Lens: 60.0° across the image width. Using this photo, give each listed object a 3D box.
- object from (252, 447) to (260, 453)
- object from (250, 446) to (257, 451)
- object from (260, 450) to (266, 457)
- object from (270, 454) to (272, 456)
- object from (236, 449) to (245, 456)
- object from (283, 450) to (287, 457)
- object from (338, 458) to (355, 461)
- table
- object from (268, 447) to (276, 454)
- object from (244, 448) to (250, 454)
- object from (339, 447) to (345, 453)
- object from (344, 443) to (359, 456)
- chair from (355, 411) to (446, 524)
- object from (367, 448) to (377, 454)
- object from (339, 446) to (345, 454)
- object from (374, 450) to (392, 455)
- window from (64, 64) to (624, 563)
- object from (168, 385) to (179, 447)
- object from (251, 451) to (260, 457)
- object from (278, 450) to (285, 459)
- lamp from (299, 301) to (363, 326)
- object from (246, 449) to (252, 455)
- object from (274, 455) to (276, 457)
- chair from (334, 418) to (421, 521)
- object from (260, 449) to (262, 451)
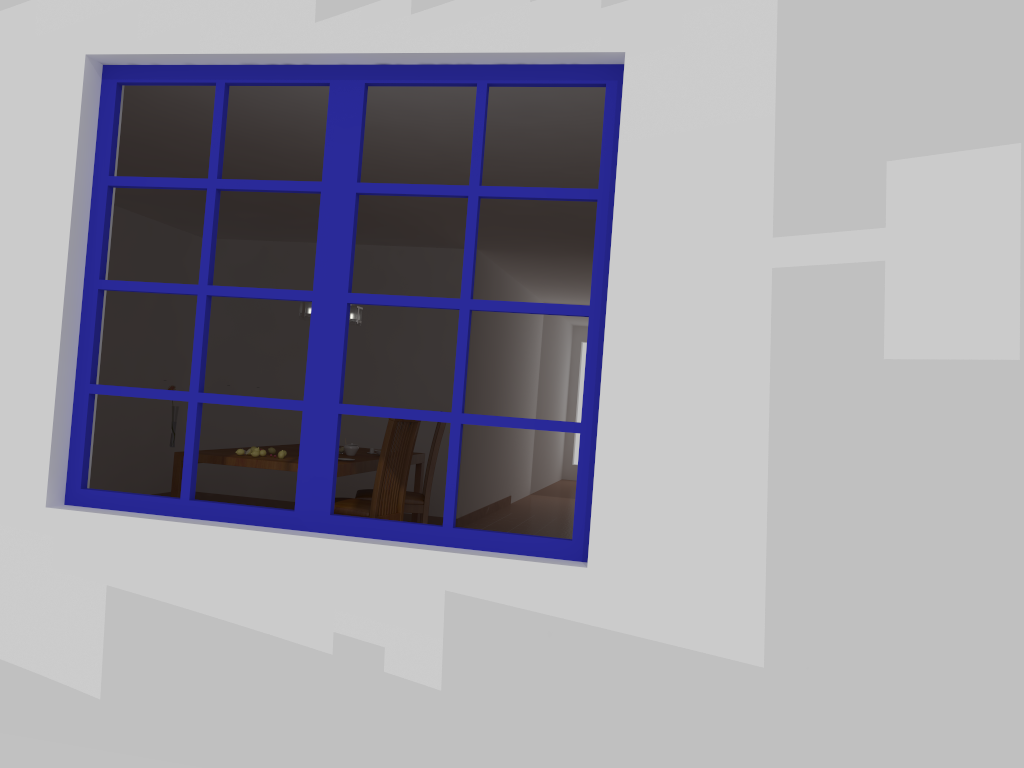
[{"bbox_3d":[-1.451,0.382,5.029,0.039,0.049,0.039,4,-1,19],"label":"object"},{"bbox_3d":[-1.499,0.380,5.147,0.042,0.038,0.043,5,-1,-12],"label":"object"},{"bbox_3d":[-1.419,0.394,5.049,0.041,0.039,0.044,5,-1,-25],"label":"object"},{"bbox_3d":[-1.380,0.409,5.080,0.012,0.014,0.014,4,-1,0],"label":"object"},{"bbox_3d":[-1.525,0.383,4.979,0.043,0.038,0.043,4,-1,1],"label":"object"},{"bbox_3d":[-1.315,0.401,5.090,0.042,0.041,0.041,5,-1,-14],"label":"object"},{"bbox_3d":[-0.982,0.447,5.235,0.108,0.008,0.108,5,-1,-24],"label":"object"},{"bbox_3d":[-1.277,0.810,5.683,0.900,0.740,1.800,4,-1,11],"label":"table"},{"bbox_3d":[-1.426,0.397,5.267,0.042,0.041,0.041,4,-1,-3],"label":"object"},{"bbox_3d":[-1.500,0.392,5.130,0.091,0.032,0.092,4,-1,11],"label":"object"},{"bbox_3d":[-1.096,0.426,5.766,0.055,0.044,0.048,5,-1,-9],"label":"object"},{"bbox_3d":[-1.031,0.418,5.682,0.096,0.079,0.096,4,-1,7],"label":"object"},{"bbox_3d":[-0.742,0.694,5.879,0.574,1.063,0.444,5,-1,-8],"label":"chair"},{"bbox_3d":[-0.946,0.453,5.994,0.065,0.037,0.065,4,-1,25],"label":"object"},{"bbox_3d":[-1.140,0.431,5.769,0.151,0.041,0.151,5,-2,-29],"label":"object"},{"bbox_3d":[-0.844,0.458,5.861,0.136,0.036,0.136,5,-2,-31],"label":"object"},{"bbox_3d":[-0.551,-0.265,2.712,1.699,1.430,0.035,4,-1,11],"label":"window"},{"bbox_3d":[-2.013,0.189,5.238,0.085,0.365,0.050,4,-1,9],"label":"object"},{"bbox_3d":[-1.429,0.390,4.940,0.043,0.038,0.043,4,-1,1],"label":"object"},{"bbox_3d":[-1.300,0.398,4.999,0.038,0.053,0.039,6,-2,-44],"label":"object"},{"bbox_3d":[-1.128,-0.852,5.695,0.304,0.919,0.304,4,-1,11],"label":"lamp"},{"bbox_3d":[-1.499,0.388,5.058,0.033,0.036,0.039,6,-2,-41],"label":"object"},{"bbox_3d":[-1.349,0.411,5.047,0.014,0.012,0.014,4,-1,15],"label":"object"},{"bbox_3d":[-0.879,0.667,5.196,0.574,1.063,0.444,4,-1,21],"label":"chair"},{"bbox_3d":[-1.434,0.380,5.072,0.012,0.014,0.014,3,-2,33],"label":"object"}]
